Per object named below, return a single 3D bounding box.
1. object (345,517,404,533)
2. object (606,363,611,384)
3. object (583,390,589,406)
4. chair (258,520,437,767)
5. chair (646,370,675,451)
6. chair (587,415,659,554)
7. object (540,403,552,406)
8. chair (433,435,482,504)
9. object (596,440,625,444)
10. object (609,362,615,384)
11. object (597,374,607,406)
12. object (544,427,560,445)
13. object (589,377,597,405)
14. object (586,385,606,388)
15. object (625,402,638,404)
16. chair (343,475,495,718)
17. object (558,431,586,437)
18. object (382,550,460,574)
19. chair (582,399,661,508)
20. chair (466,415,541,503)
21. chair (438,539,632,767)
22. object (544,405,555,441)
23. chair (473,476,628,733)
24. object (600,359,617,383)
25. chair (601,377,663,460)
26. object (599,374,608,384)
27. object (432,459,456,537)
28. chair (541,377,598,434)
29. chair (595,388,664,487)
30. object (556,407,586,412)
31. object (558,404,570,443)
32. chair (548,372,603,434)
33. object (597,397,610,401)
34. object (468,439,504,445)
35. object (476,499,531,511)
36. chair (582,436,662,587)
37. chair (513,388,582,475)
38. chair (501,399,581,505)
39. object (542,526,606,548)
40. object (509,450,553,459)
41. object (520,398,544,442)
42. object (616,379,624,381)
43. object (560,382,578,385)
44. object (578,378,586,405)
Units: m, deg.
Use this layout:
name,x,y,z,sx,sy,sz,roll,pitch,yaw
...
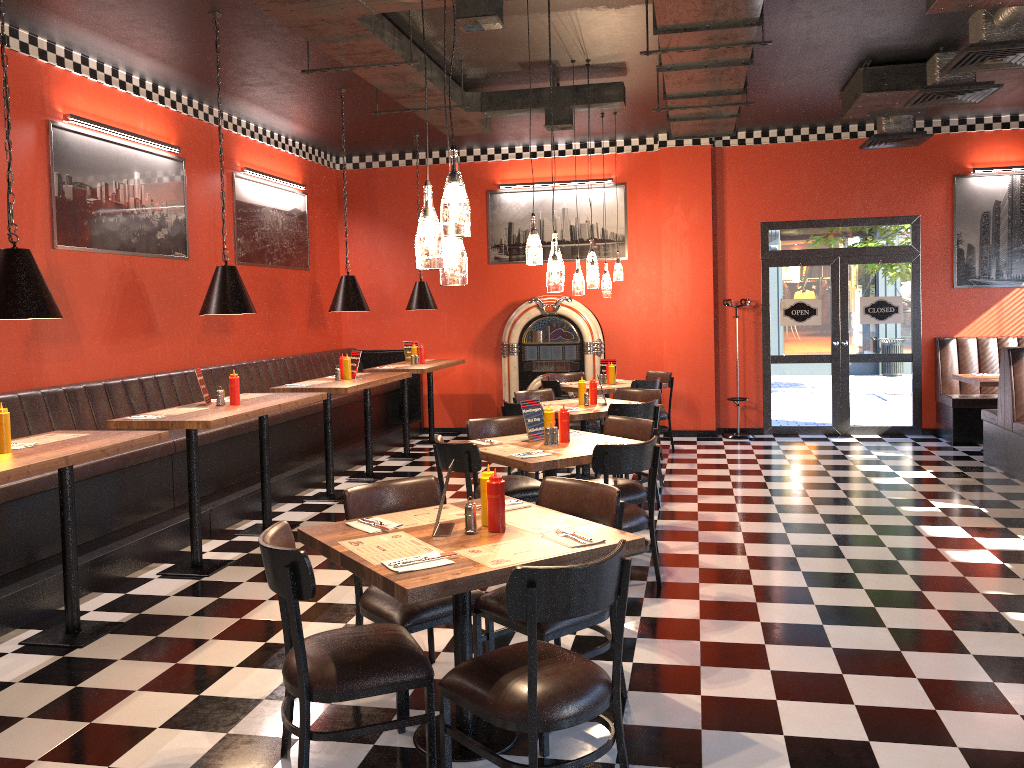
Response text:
name,x,y,z,sx,sy,sz,roll,pitch,yaw
object,-0.530,0.551,3.477,0.158,0.019,0.255,-5,6,-39
object,1.052,-0.125,9.599,0.068,0.237,0.068,-1,3,9
object,0.632,0.115,7.535,0.047,0.136,0.094,-1,3,2
chair,-0.590,0.934,3.102,0.545,0.866,0.487,-3,3,-21
chair,1.513,0.302,9.843,0.545,0.866,0.487,-3,3,-24
chair,0.659,0.670,5.801,0.545,0.866,0.487,-4,4,-33
object,0.242,0.172,7.673,0.158,0.019,0.255,-6,6,-40
chair,-0.174,0.739,5.251,0.545,0.866,0.487,-3,3,-30
object,0.614,0.361,5.346,0.157,0.019,0.255,-5,6,-34
object,1.072,-0.117,9.508,0.068,0.237,0.068,-1,3,9
object,0.769,0.047,7.570,0.072,0.256,0.189,-1,3,2
object,0.243,0.304,5.443,0.094,0.136,0.047,-3,3,-28
object,0.697,0.055,7.608,0.068,0.237,0.068,-1,3,17
object,0.886,0.027,9.172,0.255,0.019,0.158,-4,6,-30
object,1.045,0.167,7.484,0.157,0.019,0.255,-4,6,-30
chair,-0.419,0.871,3.785,0.487,0.866,0.545,-4,4,-38
object,0.349,0.327,5.824,0.255,0.019,0.157,-6,6,-40
object,-0.298,0.589,2.968,0.255,0.019,0.158,-4,6,-30
chair,0.891,0.554,7.086,0.487,0.866,0.545,-3,3,-29
chair,-0.018,0.673,5.983,0.487,0.866,0.545,-3,3,-24
chair,0.095,0.937,2.856,0.487,0.866,0.545,-4,4,-38
object,0.234,0.244,5.543,0.068,0.237,0.068,-1,3,17
chair,0.177,0.865,3.676,0.545,0.866,0.487,-4,4,-39
object,1.052,-0.143,9.704,0.188,0.256,0.072,0,3,22
chair,1.268,0.367,9.159,0.545,0.866,0.487,1,4,44
object,0.984,-0.066,9.543,0.093,0.136,0.047,-1,3,12
object,-0.262,0.432,3.388,0.072,0.256,0.189,-1,3,2
chair,0.584,0.370,9.331,0.545,0.866,0.487,-2,3,-13
chair,1.047,0.488,7.818,0.486,0.866,0.545,1,4,35
object,0.501,0.205,7.207,0.255,0.019,0.157,-4,6,-31
object,0.325,0.243,5.523,0.068,0.237,0.068,-1,3,17
chair,0.693,0.317,9.926,0.487,0.866,0.545,-3,3,-24
object,0.750,0.134,7.954,0.255,0.019,0.157,-5,6,-33
object,-0.153,0.361,5.579,0.157,0.019,0.255,-5,6,-32
object,-0.060,0.515,3.756,0.255,0.019,0.157,-5,6,-32
chair,0.560,0.733,5.093,0.487,0.866,0.545,-4,4,-36
chair,0.312,0.493,7.975,0.487,0.866,0.545,-4,4,-41
chair,0.213,0.556,7.269,0.545,0.866,0.487,-4,4,-38
object,0.210,0.553,3.233,0.157,0.019,0.255,-4,6,-29
object,0.126,0.397,5.078,0.255,0.019,0.157,-4,6,-31
object,0.141,0.229,5.631,0.072,0.256,0.188,1,4,42
object,1.123,-0.043,9.914,0.255,0.019,0.157,-6,6,-39
object,0.616,-0.010,9.678,0.157,0.019,0.255,-4,6,-31
object,0.605,0.056,7.629,0.068,0.237,0.068,-1,3,17
